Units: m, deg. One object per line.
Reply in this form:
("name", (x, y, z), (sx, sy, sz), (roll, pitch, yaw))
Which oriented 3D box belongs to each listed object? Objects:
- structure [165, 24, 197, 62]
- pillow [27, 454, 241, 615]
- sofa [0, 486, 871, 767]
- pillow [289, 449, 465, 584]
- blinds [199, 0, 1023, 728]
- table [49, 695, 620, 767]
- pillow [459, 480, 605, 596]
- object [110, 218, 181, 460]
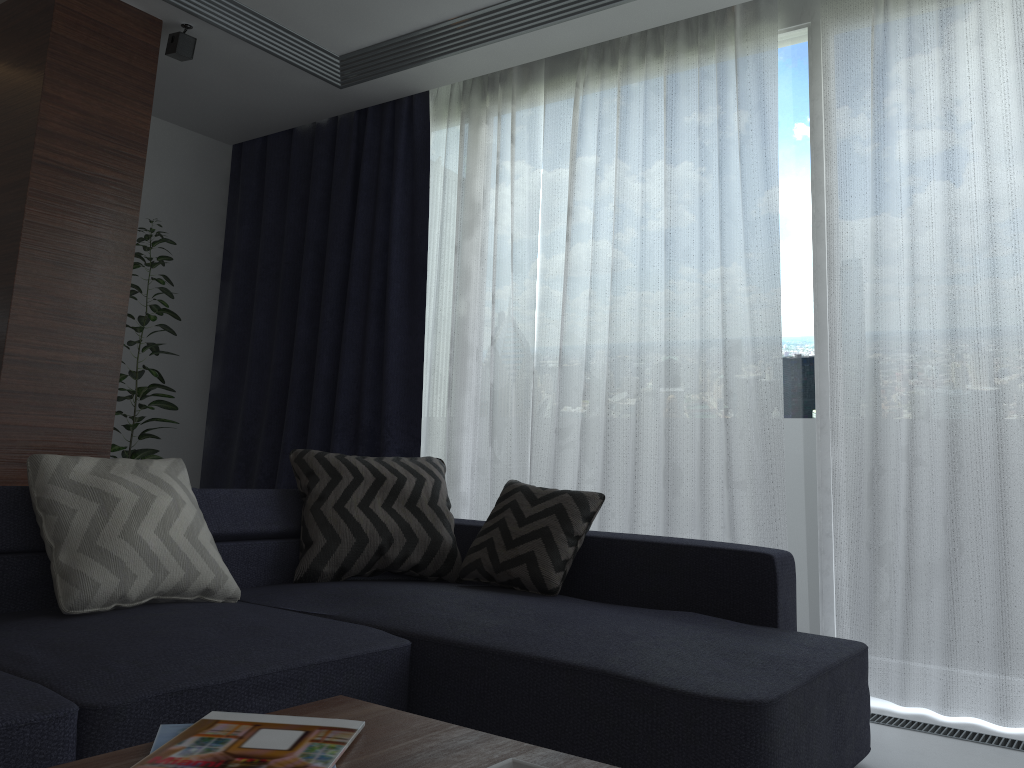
("structure", (-1.452, -1.496, 3.879), (0.114, 0.144, 0.084), (-5, -11, 40))
("pillow", (-1.015, 0.392, 2.369), (0.341, 0.394, 0.490), (-3, -9, 35))
("sofa", (-0.544, 0.566, 1.875), (1.894, 0.617, 2.844), (-2, -7, 36))
("pillow", (-0.478, 0.502, 3.108), (0.596, 0.526, 0.352), (6, -9, -24))
("blinds", (-0.492, -0.601, 1.125), (7.112, 2.812, 5.745), (-3, -8, 39))
("table", (-0.188, 0.613, 0.834), (0.803, 0.357, 0.792), (-2, -8, 35))
("pillow", (0.060, 0.497, 2.919), (0.413, 0.350, 0.283), (-4, -10, 40))
("object", (-1.789, 0.103, 4.179), (0.503, 1.873, 0.476), (2, -10, 4))
